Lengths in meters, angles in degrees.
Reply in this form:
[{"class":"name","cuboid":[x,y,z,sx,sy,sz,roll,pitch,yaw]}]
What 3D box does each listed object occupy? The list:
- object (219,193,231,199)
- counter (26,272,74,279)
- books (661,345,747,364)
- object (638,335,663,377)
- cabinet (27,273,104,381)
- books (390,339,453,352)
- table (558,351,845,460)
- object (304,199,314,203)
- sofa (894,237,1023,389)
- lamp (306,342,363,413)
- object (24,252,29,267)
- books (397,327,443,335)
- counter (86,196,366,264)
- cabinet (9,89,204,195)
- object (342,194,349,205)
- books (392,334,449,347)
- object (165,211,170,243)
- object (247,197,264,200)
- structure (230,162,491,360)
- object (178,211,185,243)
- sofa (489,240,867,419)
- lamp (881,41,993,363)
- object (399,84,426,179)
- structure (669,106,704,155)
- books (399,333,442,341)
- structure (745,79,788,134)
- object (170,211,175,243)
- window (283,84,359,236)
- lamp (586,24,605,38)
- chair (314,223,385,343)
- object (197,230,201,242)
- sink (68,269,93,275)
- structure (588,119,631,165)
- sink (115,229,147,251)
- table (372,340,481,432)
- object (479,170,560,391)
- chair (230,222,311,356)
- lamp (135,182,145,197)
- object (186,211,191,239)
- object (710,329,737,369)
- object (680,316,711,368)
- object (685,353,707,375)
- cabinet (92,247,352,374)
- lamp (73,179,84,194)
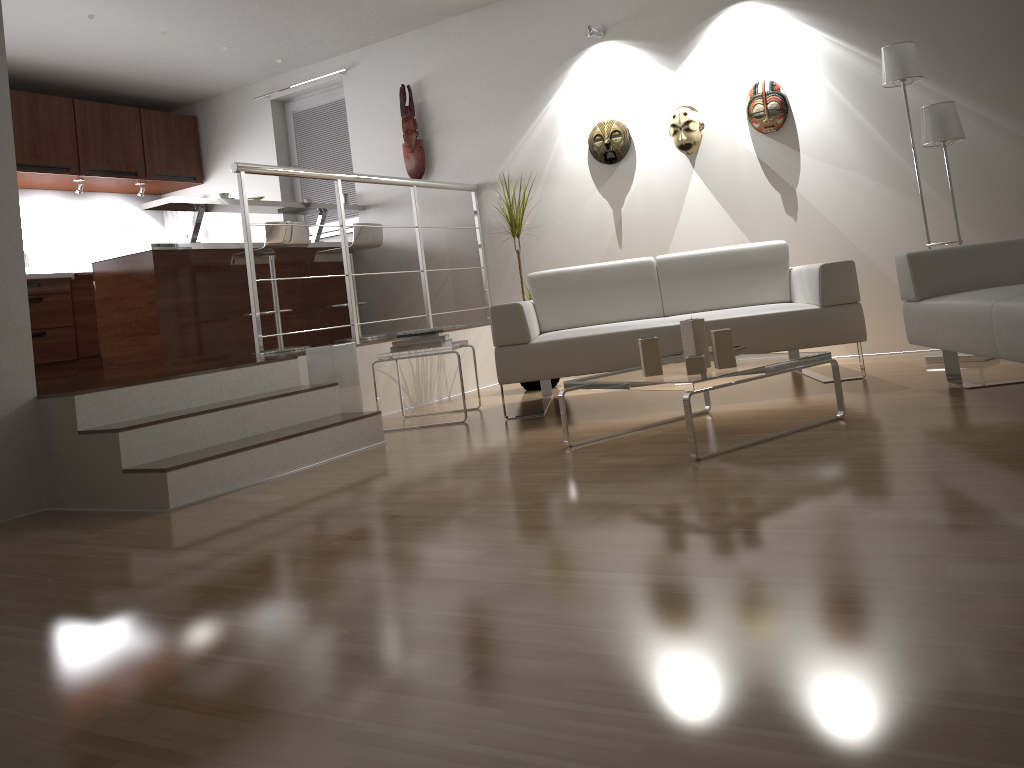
[{"class":"object","cuboid":[-1.970,-1.284,6.007,0.079,0.046,0.067,-8,2,-15]},{"class":"counter","cuboid":[-4.264,-0.683,6.135,0.674,0.040,2.123,-4,6,31]},{"class":"books","cuboid":[0.779,-0.128,3.572,0.206,0.056,0.289,-12,7,-44]},{"class":"object","cuboid":[0.509,-0.107,3.223,0.067,0.152,0.067,-7,-2,1]},{"class":"cabinet","cuboid":[-3.859,-0.403,6.712,0.674,0.801,3.537,-7,4,31]},{"class":"books","cuboid":[-0.488,-0.209,4.726,0.286,0.027,0.228,-6,5,10]},{"class":"table","cuboid":[0.709,0.059,3.330,0.802,0.250,0.694,-10,5,-34]},{"class":"object","cuboid":[-1.565,-1.406,6.765,0.080,0.046,0.066,-8,3,-22]},{"class":"sofa","cuboid":[2.027,-0.314,2.861,0.904,0.741,1.788,-7,4,6]},{"class":"lamp","cuboid":[-0.938,0.030,4.669,0.197,0.484,0.193,-9,-3,31]},{"class":"object","cuboid":[-4.010,-1.016,6.963,0.162,0.408,0.332,-9,-1,31]},{"class":"books","cuboid":[-0.498,-0.285,4.731,0.153,0.014,0.214,-11,7,-39]},{"class":"counter","cuboid":[-1.992,-1.147,6.598,0.831,0.319,2.123,-5,6,31]},{"class":"cabinet","cuboid":[-3.862,-1.964,7.156,0.644,0.637,2.744,-7,4,31]},{"class":"object","cuboid":[-1.361,-1.498,7.163,0.052,0.112,0.052,-8,-2,15]},{"class":"books","cuboid":[-0.491,-0.236,4.727,0.287,0.027,0.227,-7,5,0]},{"class":"object","cuboid":[-3.284,-1.481,8.324,0.064,0.385,0.033,-9,-4,31]},{"class":"object","cuboid":[-1.852,-1.336,6.382,0.128,0.042,0.141,-4,5,33]},{"class":"structure","cuboid":[-0.812,-0.815,5.584,0.056,1.054,2.345,-10,2,31]},{"class":"object","cuboid":[-3.120,-1.496,8.235,0.105,0.380,0.020,-9,-4,30]},{"class":"sofa","cuboid":[0.825,-0.327,4.660,1.777,0.744,0.907,-7,2,6]},{"class":"lamp","cuboid":[2.191,-0.955,4.514,0.210,1.682,0.359,-4,-4,-39]},{"class":"object","cuboid":[-0.788,-1.957,6.855,0.152,0.795,0.149,-6,-4,-14]},{"class":"structure","cuboid":[1.118,-1.658,5.703,0.240,0.331,0.130,-8,-2,32]},{"class":"books","cuboid":[-0.494,-0.256,4.729,0.216,0.014,0.152,-7,5,0]},{"class":"structure","cuboid":[1.579,-1.737,5.464,0.262,0.357,0.075,-8,-3,31]},{"class":"object","cuboid":[-3.219,-1.490,8.301,0.033,0.380,0.008,-9,-4,30]},{"class":"window","cuboid":[-1.608,-1.917,7.583,0.835,1.276,0.142,-8,-3,31]},{"class":"lamp","cuboid":[0.561,-2.417,5.998,0.079,0.109,0.192,-8,2,31]},{"class":"chair","cuboid":[-1.178,-0.755,6.558,0.422,0.854,0.388,-8,-2,27]},{"class":"object","cuboid":[-2.920,-1.509,8.114,0.071,0.384,0.024,-9,-4,31]},{"class":"sink","cuboid":[-3.552,-0.836,7.347,0.595,0.201,0.606,-5,5,31]},{"class":"structure","cuboid":[0.655,-1.664,6.007,0.314,0.318,0.069,-7,-3,31]},{"class":"sink","cuboid":[-3.242,-1.120,7.925,0.595,0.582,0.677,-7,1,31]},{"class":"table","cuboid":[-0.455,-0.004,4.805,0.463,0.402,0.551,-7,2,6]},{"class":"object","cuboid":[0.061,-0.701,5.788,0.434,1.484,0.505,-10,-4,44]},{"class":"chair","cuboid":[-1.584,-0.640,5.873,0.421,0.854,0.390,-9,-3,35]},{"class":"lamp","cuboid":[-3.268,-1.708,7.711,0.080,0.125,0.079,-7,-1,-19]},{"class":"object","cuboid":[-3.015,-1.512,8.196,0.090,0.368,0.043,-9,-4,30]},{"class":"object","cuboid":[0.761,-0.134,3.160,0.067,0.152,0.067,-7,-2,1]},{"class":"object","cuboid":[0.679,-0.155,3.249,0.067,0.198,0.066,-5,-3,-34]},{"class":"object","cuboid":[0.647,-0.073,3.082,0.067,0.075,0.067,-7,0,16]},{"class":"cabinet","cuboid":[-2.042,-0.592,6.504,0.627,0.752,1.865,-7,3,31]},{"class":"lamp","cuboid":[-3.563,-1.624,7.212,0.080,0.125,0.079,-7,-1,-19]}]
